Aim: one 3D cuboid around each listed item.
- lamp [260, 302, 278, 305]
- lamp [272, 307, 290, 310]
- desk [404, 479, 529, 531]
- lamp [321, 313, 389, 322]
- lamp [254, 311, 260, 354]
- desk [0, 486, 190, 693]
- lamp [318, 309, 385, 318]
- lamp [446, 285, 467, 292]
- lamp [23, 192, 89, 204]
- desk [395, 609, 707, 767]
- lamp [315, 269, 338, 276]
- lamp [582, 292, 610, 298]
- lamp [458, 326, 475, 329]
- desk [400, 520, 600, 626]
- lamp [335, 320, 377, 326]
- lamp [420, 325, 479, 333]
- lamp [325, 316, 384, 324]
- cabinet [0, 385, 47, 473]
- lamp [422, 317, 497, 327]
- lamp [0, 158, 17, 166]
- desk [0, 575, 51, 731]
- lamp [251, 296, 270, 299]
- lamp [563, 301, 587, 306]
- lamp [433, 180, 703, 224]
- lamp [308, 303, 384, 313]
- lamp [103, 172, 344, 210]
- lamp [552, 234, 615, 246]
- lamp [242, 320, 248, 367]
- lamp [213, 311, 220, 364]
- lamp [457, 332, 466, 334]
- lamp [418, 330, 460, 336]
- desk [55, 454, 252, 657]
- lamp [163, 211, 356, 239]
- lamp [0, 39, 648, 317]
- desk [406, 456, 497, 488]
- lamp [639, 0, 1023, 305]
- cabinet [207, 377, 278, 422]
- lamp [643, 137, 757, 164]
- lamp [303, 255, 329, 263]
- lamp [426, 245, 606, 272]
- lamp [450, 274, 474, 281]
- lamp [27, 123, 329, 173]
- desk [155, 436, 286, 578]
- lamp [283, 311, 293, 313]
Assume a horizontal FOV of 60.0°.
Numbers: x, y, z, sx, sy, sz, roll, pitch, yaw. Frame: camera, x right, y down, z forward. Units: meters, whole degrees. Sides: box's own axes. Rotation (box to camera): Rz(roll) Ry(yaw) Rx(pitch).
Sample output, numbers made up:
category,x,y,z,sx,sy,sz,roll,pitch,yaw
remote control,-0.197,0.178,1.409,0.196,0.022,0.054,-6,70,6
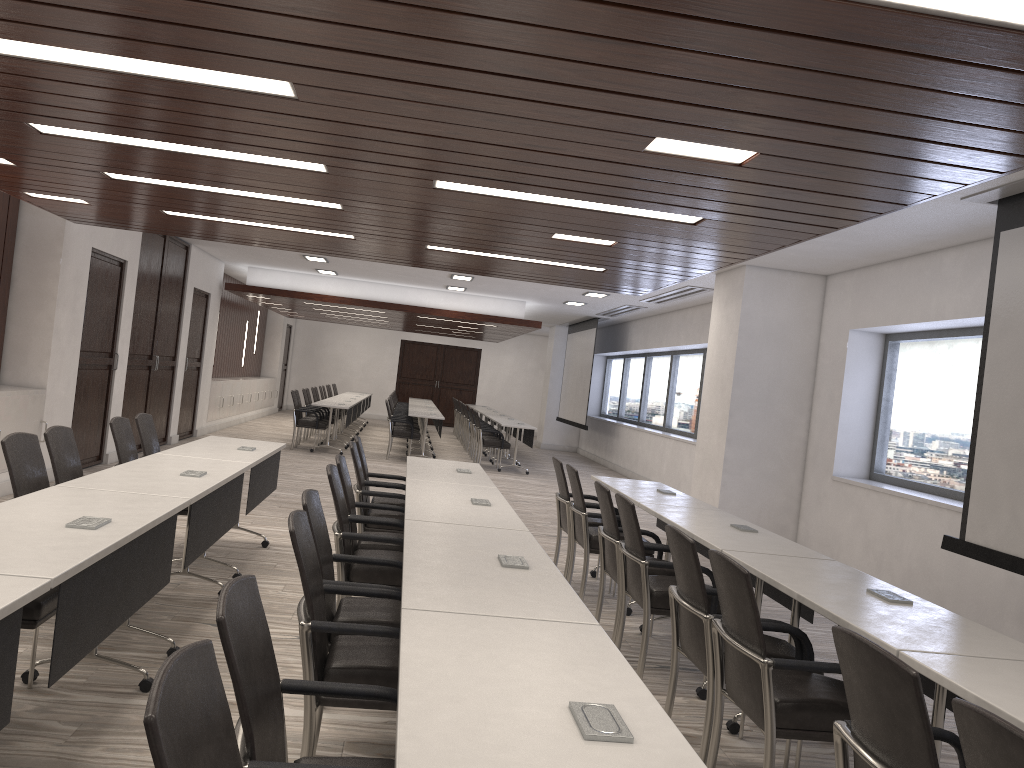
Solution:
category,x,y,z,sx,sy,sz,roll,pitch,yaw
lamp,-4.740,-1.607,17.467,0.464,0.045,0.236,7,0,-7
lamp,-4.891,-1.625,18.778,0.464,0.045,0.236,7,0,-7
desk,-0.333,1.018,4.812,0.577,0.795,1.509,7,0,-7
lamp,-3.365,-1.450,18.956,1.496,0.045,0.236,7,0,-7
lamp,-6.189,-1.252,21.321,0.094,1.058,0.236,7,0,-7
desk,-1.658,0.866,3.122,0.577,0.795,1.509,7,0,-7
lamp,-3.215,-1.432,17.644,1.496,0.045,0.236,7,0,-7
lamp,-0.927,-1.648,14.834,0.324,0.120,0.519,7,0,-7
lamp,-3.521,-1.463,6.861,0.464,0.045,0.236,7,0,-7
desk,0.015,1.060,1.784,0.577,0.795,1.509,7,0,-7
lamp,-3.037,-1.891,14.588,0.324,0.120,0.519,7,0,-7
lamp,1.273,-1.394,13.368,0.324,0.120,0.519,7,0,-7
lamp,-0.882,-1.163,17.916,0.421,0.046,0.236,7,0,-7
desk,-0.159,1.039,3.297,0.577,0.795,1.509,7,0,-7
lamp,-3.642,-1.482,21.360,1.496,0.045,0.236,7,0,-7
lamp,-1.332,-1.216,19.193,1.496,0.045,0.236,7,0,-7
lamp,-3.491,-1.465,20.048,1.496,0.045,0.236,7,0,-7
cabinet,-4.125,0.430,4.509,0.476,0.698,7.540,7,0,-7
lamp,-1.005,-1.177,16.352,1.496,0.045,0.236,7,0,-7
lamp,-3.370,-1.445,5.549,0.464,0.045,0.236,7,0,-7
desk,-1.484,0.887,1.609,0.577,0.795,1.509,7,0,-7
lamp,-4.564,-1.587,15.937,0.464,0.045,0.236,7,0,-7
lamp,1.078,-1.417,15.068,0.324,0.120,0.519,7,0,-7
lamp,0.315,-1.020,4.872,1.496,0.045,0.236,7,0,-7
lamp,-3.039,-1.411,16.115,1.496,0.045,0.236,7,0,-7
lamp,-1.845,-1.269,5.727,1.496,0.045,0.236,7,0,-7
lamp,0.488,-1.001,5.999,0.421,0.046,0.236,7,0,-7
lamp,-6.074,-0.918,20.010,0.094,1.058,0.236,7,0,-7
lamp,-5.723,-0.876,16.950,0.094,1.058,0.236,7,0,-7
lamp,-1.159,-1.196,20.320,0.421,0.046,0.236,7,0,-7
lamp,-1.608,-1.248,21.597,1.496,0.045,0.236,7,0,-7
desk,-1.832,0.846,4.637,0.577,0.795,1.509,7,0,-7
lamp,-1.995,-1.287,7.038,1.496,0.045,0.236,7,0,-7
lamp,0.324,-1.276,9.808,1.469,0.552,14.295,7,0,16
desk,-0.507,0.998,6.325,0.577,0.795,1.509,7,0,-7
lamp,1.644,-1.123,7.620,1.499,0.552,12.001,7,0,10
cabinet,-5.773,0.234,18.847,0.476,0.698,7.540,7,0,-7
lamp,0.764,-0.968,3.595,0.421,0.046,0.236,7,0,-7
lamp,-2.842,-1.867,12.888,0.324,0.120,0.519,7,0,-7
lamp,0.038,-1.053,7.276,1.496,0.045,0.236,7,0,-7
lamp,-0.732,-1.624,13.134,0.324,0.120,0.519,7,0,-7
lamp,-1.719,-1.254,4.635,1.496,0.045,0.236,7,0,-7
desk,-2.006,0.825,6.150,0.577,0.795,1.509,7,0,-7
lamp,-5.016,-1.640,19.871,0.464,0.045,0.236,7,0,-7
